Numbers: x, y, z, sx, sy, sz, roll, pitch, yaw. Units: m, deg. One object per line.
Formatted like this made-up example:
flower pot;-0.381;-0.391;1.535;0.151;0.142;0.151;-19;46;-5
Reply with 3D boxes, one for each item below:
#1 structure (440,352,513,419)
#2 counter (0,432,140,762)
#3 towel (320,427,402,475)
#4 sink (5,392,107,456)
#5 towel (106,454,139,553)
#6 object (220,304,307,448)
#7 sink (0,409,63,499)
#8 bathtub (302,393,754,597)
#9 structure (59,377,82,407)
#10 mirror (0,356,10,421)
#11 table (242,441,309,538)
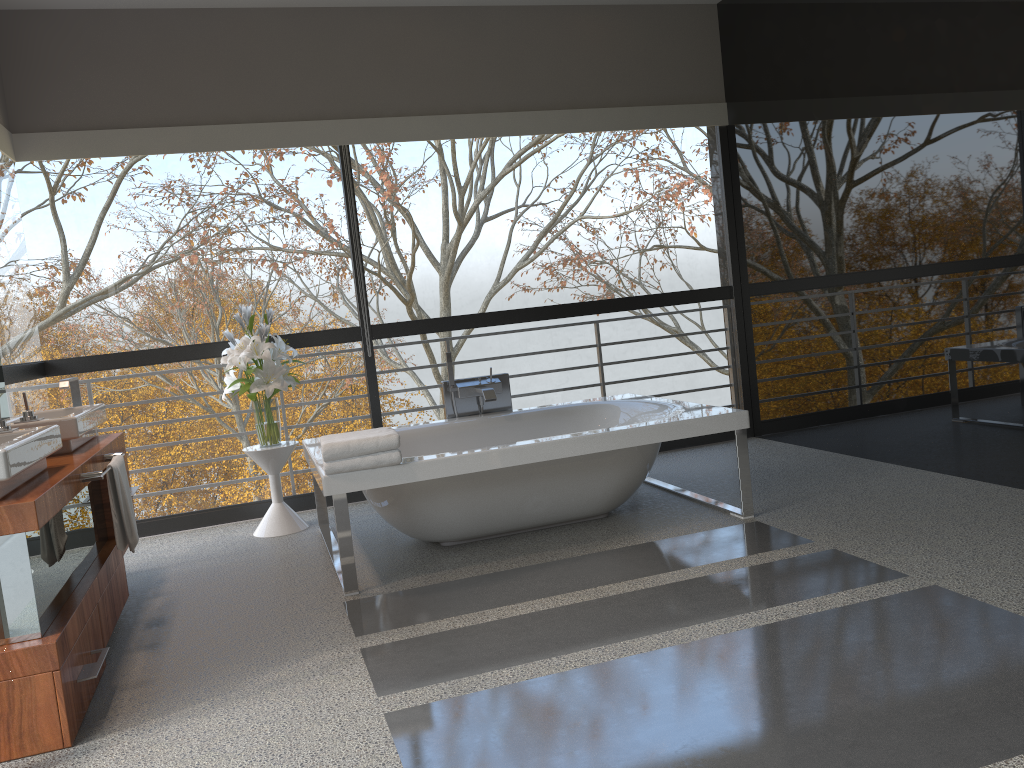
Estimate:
structure;-0.149;0.242;5.065;0.402;0.884;0.330;-8;5;-16
counter;-1.717;0.647;3.297;0.525;0.704;1.849;-8;5;-16
towel;-0.634;0.283;3.729;0.322;0.145;0.305;-7;5;-13
sink;-1.975;0.146;3.770;0.352;0.266;0.750;-8;5;-16
towel;-1.497;0.465;3.434;0.079;0.368;0.302;-7;5;-16
object;-1.394;-0.049;4.884;0.450;0.795;0.460;-5;5;11
sink;-1.669;0.199;2.754;0.352;0.266;0.750;-8;5;-16
bathtub;0.004;0.462;4.487;1.959;0.504;1.328;-8;5;-16
structure;-2.025;0.463;4.199;0.069;0.988;0.303;-7;5;-16
mirror;-2.217;-0.443;3.126;0.253;1.616;1.791;-7;5;-16
table;-1.315;0.580;4.941;0.308;0.478;0.307;-9;5;-32
